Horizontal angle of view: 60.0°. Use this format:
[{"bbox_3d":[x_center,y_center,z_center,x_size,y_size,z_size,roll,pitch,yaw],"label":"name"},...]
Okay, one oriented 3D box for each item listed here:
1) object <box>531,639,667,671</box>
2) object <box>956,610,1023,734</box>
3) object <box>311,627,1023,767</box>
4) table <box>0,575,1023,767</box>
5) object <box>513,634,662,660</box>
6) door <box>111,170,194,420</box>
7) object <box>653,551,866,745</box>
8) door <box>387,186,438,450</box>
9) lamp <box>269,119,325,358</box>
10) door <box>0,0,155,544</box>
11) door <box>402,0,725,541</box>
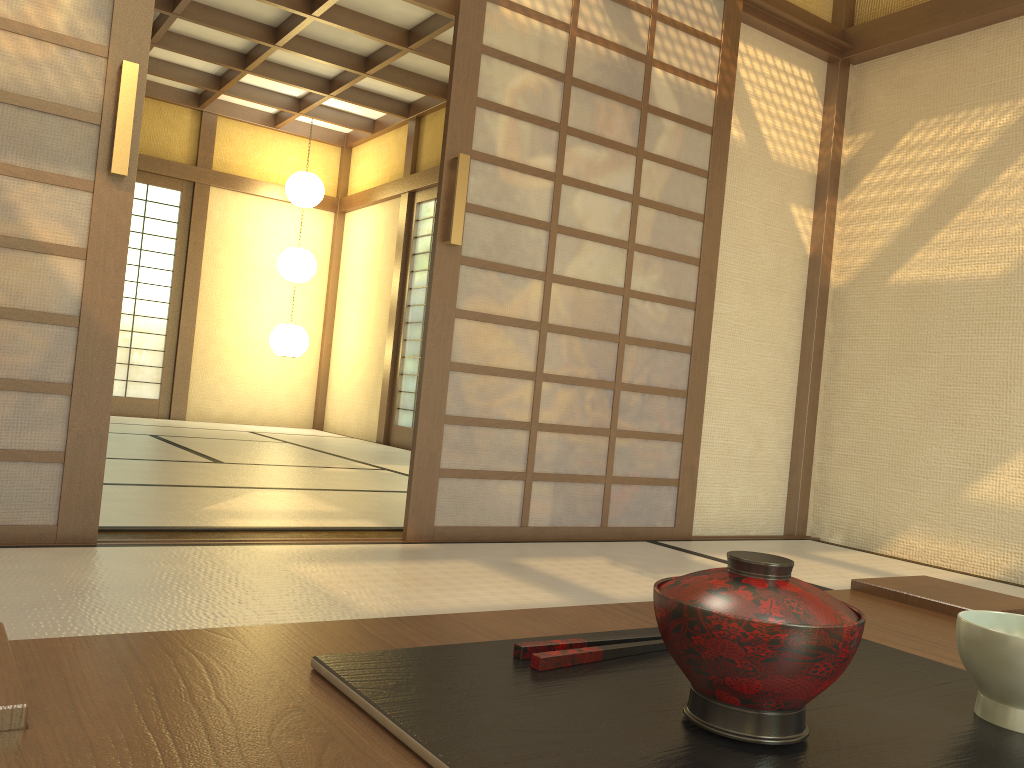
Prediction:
[{"bbox_3d":[0.089,0.163,0.557,0.200,0.008,0.008,7,-1,-40],"label":"object"},{"bbox_3d":[0.283,0.159,0.486,0.074,0.052,0.073,6,-1,9],"label":"object"},{"bbox_3d":[0.139,0.174,0.466,0.400,0.007,0.300,6,-1,-34],"label":"object"},{"bbox_3d":[0.295,0.355,0.262,1.000,0.350,1.000,6,-1,-34],"label":"table"},{"bbox_3d":[0.083,0.163,0.569,0.200,0.008,0.008,6,-1,-36],"label":"object"},{"bbox_3d":[-4.288,-0.907,7.485,2.890,2.230,0.140,6,-1,-34],"label":"door"},{"bbox_3d":[0.118,0.125,0.434,0.100,0.080,0.100,6,-1,-34],"label":"object"},{"bbox_3d":[-0.158,-0.513,6.612,0.140,2.230,2.890,6,-1,-34],"label":"door"},{"bbox_3d":[-1.991,-1.397,8.339,0.363,2.297,0.363,6,-1,-22],"label":"lamp"},{"bbox_3d":[-1.536,-0.751,2.099,1.230,2.265,0.076,6,-1,-34],"label":"door"},{"bbox_3d":[0.250,-0.553,3.307,1.230,2.265,0.076,6,-1,-34],"label":"door"}]
